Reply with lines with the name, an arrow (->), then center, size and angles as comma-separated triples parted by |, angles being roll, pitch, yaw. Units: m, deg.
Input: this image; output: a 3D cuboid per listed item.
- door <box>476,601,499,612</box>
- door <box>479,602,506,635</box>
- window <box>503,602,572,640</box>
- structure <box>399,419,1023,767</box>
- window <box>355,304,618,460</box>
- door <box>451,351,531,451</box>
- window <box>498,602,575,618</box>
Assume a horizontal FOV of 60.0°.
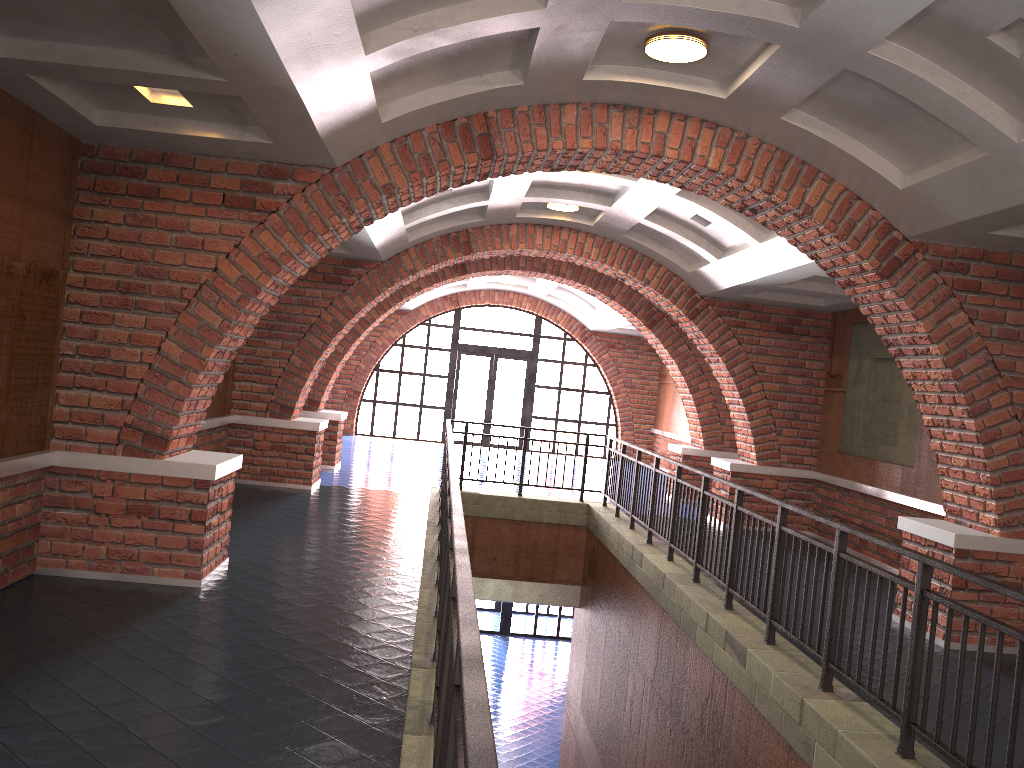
door -> -1.135, 4.795, 23.173 | 1.754, 2.236, 0.040 | 6, 0, -4
door -> -0.981, 4.821, 21.159 | 1.754, 2.236, 0.040 | 6, 0, -4
window -> -0.864, 4.209, 21.155 | 6.353, 3.471, 0.100 | 6, 0, -4
structure -> 0.350, 3.467, 6.661 | 2.464, 5.665, 11.177 | 6, 0, -4
window -> -0.416, -0.166, 21.140 | 6.353, 3.471, 0.100 | 6, 0, -4
door -> -0.527, 0.394, 21.144 | 1.754, 2.236, 0.040 | 6, 0, -4
window -> -1.019, 4.184, 23.169 | 6.353, 3.471, 0.100 | 6, 0, -4
